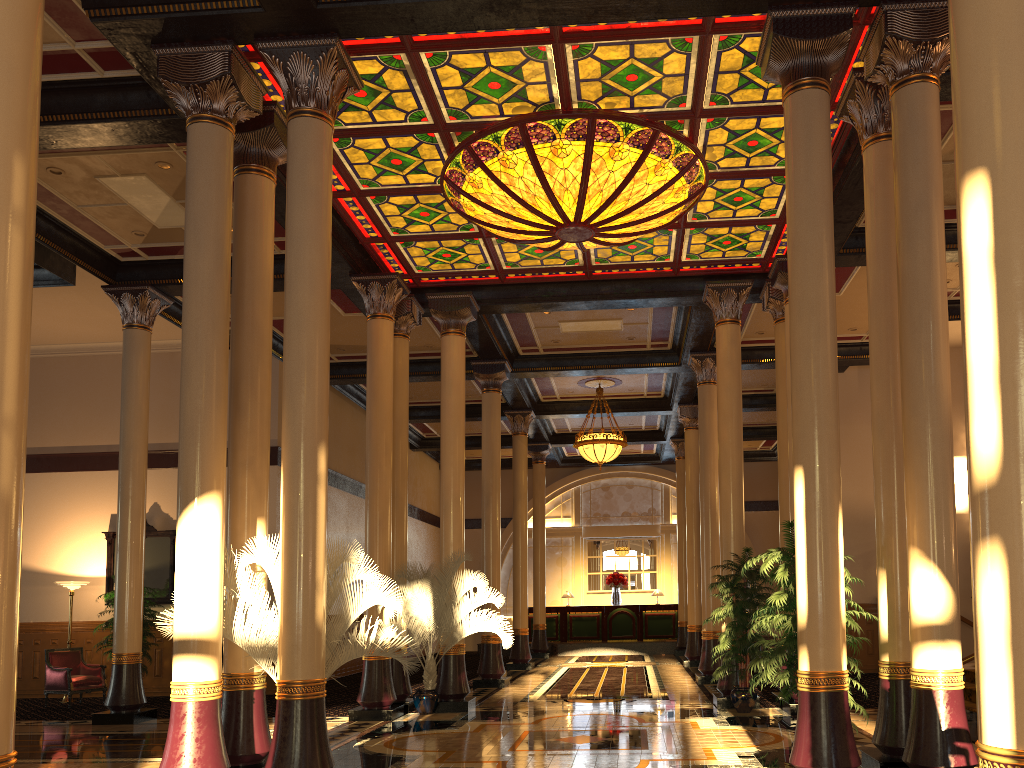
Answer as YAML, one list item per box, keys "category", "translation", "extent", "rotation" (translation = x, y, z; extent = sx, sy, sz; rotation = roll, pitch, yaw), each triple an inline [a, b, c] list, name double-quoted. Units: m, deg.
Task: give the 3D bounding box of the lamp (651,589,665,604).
- category: "lamp"
  translation: [4.288, 6.266, 25.606]
  extent: [0.442, 0.437, 0.412]
  rotation: [7, -12, -39]

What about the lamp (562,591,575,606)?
- category: "lamp"
  translation: [1.663, 6.362, 25.762]
  extent: [0.442, 0.437, 0.412]
  rotation: [7, -12, -39]

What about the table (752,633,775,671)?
- category: "table"
  translation: [4.346, 5.158, 16.499]
  extent: [1.098, 0.760, 1.684]
  rotation: [-2, -13, 6]

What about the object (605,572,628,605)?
- category: "object"
  translation: [5.727, 0.772, 11.809]
  extent: [0.680, 4.213, 30.118]
  rotation: [0, -14, -11]

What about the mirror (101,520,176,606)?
- category: "mirror"
  translation: [-6.502, 3.096, 15.261]
  extent: [1.377, 1.534, 0.203]
  rotation: [-2, -5, 4]

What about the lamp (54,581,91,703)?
- category: "lamp"
  translation: [-7.408, 4.318, 14.565]
  extent: [0.604, 1.985, 0.565]
  rotation: [3, -6, -34]

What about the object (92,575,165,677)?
- category: "object"
  translation: [-6.374, 4.209, 14.501]
  extent: [1.124, 2.122, 1.010]
  rotation: [4, -8, -36]

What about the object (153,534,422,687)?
- category: "object"
  translation: [-1.801, 2.316, 7.673]
  extent: [2.071, 2.227, 1.833]
  rotation: [0, -8, -6]

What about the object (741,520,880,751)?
- category: "object"
  translation: [2.463, 2.152, 7.186]
  extent: [1.124, 2.122, 1.010]
  rotation: [4, -8, -36]

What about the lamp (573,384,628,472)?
- category: "lamp"
  translation: [1.894, 0.938, 18.697]
  extent: [1.189, 1.880, 1.211]
  rotation: [-1, -7, 0]

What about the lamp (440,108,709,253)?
- category: "lamp"
  translation: [0.705, -1.965, 9.733]
  extent: [2.980, 0.593, 3.085]
  rotation: [-2, -14, 3]

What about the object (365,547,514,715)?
- category: "object"
  translation: [-0.866, 3.347, 11.830]
  extent: [1.804, 2.241, 2.136]
  rotation: [-2, -9, 9]

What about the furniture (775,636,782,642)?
- category: "furniture"
  translation: [5.598, 5.191, 16.990]
  extent: [0.801, 0.928, 2.234]
  rotation: [-2, -13, 7]

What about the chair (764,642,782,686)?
- category: "chair"
  translation: [4.799, 4.718, 15.005]
  extent: [0.751, 0.900, 0.999]
  rotation: [-5, -11, 26]

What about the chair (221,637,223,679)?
- category: "chair"
  translation: [-4.987, 4.671, 14.358]
  extent: [0.718, 1.084, 0.779]
  rotation: [-5, -9, 30]

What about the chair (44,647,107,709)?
- category: "chair"
  translation: [-6.958, 4.681, 13.881]
  extent: [0.627, 0.907, 0.715]
  rotation: [-5, -9, 25]

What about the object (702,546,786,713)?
- category: "object"
  translation: [3.005, 3.191, 11.295]
  extent: [1.044, 2.122, 1.088]
  rotation: [0, -6, -6]
